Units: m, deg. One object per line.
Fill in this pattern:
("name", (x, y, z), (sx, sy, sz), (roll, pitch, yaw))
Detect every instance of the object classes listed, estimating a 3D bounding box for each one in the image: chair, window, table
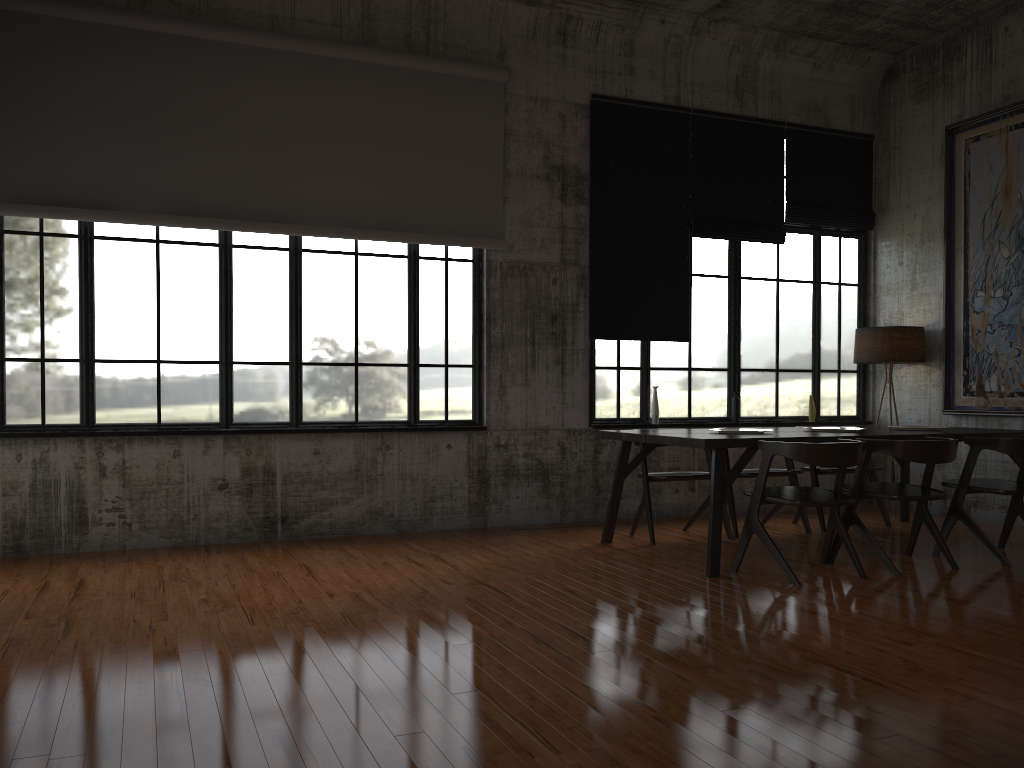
("chair", (2.345, 0.931, 8.551), (0.878, 0.994, 0.769), (0, 1, -22))
("chair", (3.970, 0.918, 7.200), (0.878, 0.994, 0.769), (0, 1, -26))
("chair", (2.145, 0.907, 6.485), (0.878, 0.994, 0.769), (0, 1, -22))
("chair", (1.513, 0.926, 8.204), (0.878, 0.994, 0.769), (0, 1, -23))
("chair", (3.281, 0.936, 8.950), (0.878, 0.994, 0.769), (0, 1, -23))
("window", (2.525, -1.235, 9.949), (3.812, 3.437, 0.050), (0, 1, -23))
("chair", (2.977, 0.912, 6.831), (0.878, 0.994, 0.769), (0, 1, -23))
("window", (-2.251, -1.263, 7.959), (4.304, 3.437, 0.050), (0, 1, -23))
("table", (2.777, 0.916, 7.814), (3.702, 1.006, 1.638), (0, 0, -23))

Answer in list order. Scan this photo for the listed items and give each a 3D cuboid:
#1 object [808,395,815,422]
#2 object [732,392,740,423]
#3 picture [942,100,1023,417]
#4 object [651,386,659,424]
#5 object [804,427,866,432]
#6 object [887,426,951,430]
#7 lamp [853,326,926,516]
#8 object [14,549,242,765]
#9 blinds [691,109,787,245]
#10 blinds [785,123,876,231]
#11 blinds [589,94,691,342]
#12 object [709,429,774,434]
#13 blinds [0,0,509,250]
("object", (3.479, 0.283, 10.281), (0.073, 0.319, 0.074), (1, 1, 30))
("object", (2.492, 0.262, 9.872), (0.080, 0.352, 0.080), (0, 1, 8))
("picture", (5.016, -1.231, 8.832), (0.142, 3.122, 1.654), (0, 1, -23))
("object", (1.532, 0.226, 9.476), (0.082, 0.411, 0.082), (1, 1, 28))
("object", (2.822, 0.399, 7.760), (0.527, 0.024, 0.526), (0, -1, -12))
("object", (3.734, 0.405, 8.141), (0.527, 0.024, 0.526), (0, -1, -12))
("lamp", (4.212, 0.408, 9.913), (0.752, 2.057, 0.752), (0, 1, -11))
("object", (6.855, 1.093, 6.611), (20.830, 0.657, 8.767), (0, -1, -23))
("blinds", (2.528, -2.286, 9.822), (1.254, 1.398, 0.052), (0, 1, -23))
("blinds", (3.720, -2.407, 10.316), (1.296, 1.142, 0.052), (0, 1, -23))
("blinds", (1.368, -1.725, 9.374), (1.215, 2.535, 0.034), (0, 1, -23))
("object", (1.909, 0.394, 7.380), (0.527, 0.024, 0.526), (0, -1, -12))
("blinds", (-2.122, -2.207, 7.788), (4.466, 1.777, 0.136), (0, 1, -23))
